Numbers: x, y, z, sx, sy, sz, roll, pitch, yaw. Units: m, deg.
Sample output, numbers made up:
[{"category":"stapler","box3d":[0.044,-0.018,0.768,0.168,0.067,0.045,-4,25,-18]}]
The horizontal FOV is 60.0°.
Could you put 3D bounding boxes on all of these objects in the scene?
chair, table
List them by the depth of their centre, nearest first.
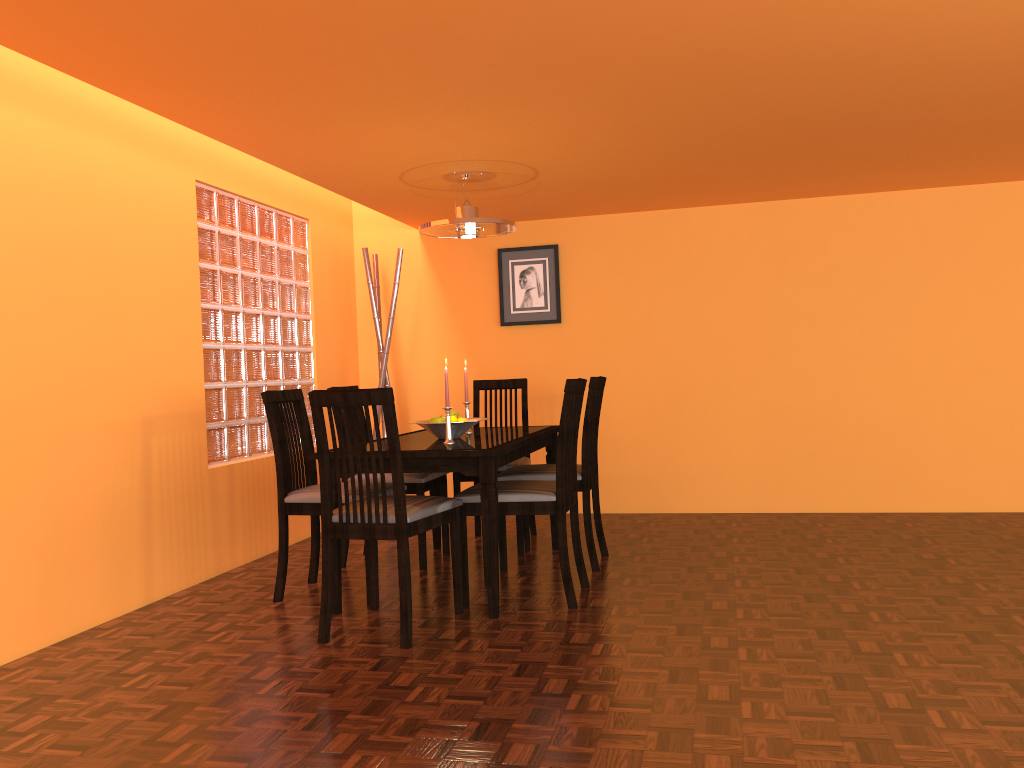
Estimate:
[{"category":"chair","box3d":[-0.420,0.414,2.941,0.373,0.809,0.465,-2,1,18]},{"category":"chair","box3d":[0.052,0.390,3.281,0.465,0.809,0.373,-2,1,13]},{"category":"chair","box3d":[-0.692,0.418,3.461,0.465,0.809,0.373,-2,1,13]},{"category":"table","box3d":[-0.221,0.510,3.640,0.697,0.584,1.259,-2,1,13]},{"category":"chair","box3d":[0.186,0.378,3.842,0.465,0.809,0.373,-2,1,13]},{"category":"chair","box3d":[-0.558,0.406,4.022,0.465,0.809,0.373,-2,1,13]},{"category":"chair","box3d":[-0.073,0.382,4.362,0.373,0.809,0.465,-2,1,8]}]

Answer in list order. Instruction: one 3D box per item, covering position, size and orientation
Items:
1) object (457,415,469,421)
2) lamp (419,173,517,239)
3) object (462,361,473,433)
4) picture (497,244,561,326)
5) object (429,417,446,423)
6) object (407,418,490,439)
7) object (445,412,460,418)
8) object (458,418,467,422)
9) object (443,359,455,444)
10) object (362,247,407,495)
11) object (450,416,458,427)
[{"category":"object","box3d":[-0.197,0.159,3.605,0.055,0.070,0.066,-2,1,-5]},{"category":"lamp","box3d":[-0.199,-0.789,3.935,0.435,0.274,0.435,-2,1,36]},{"category":"object","box3d":[-0.199,0.051,3.870,0.044,0.326,0.044,-2,1,2]},{"category":"picture","box3d":[0.100,-0.573,5.168,0.361,0.456,0.014,-2,1,13]},{"category":"object","box3d":[-0.292,0.170,3.579,0.089,0.076,0.087,-2,1,20]},{"category":"object","box3d":[-0.256,0.184,3.599,0.337,0.072,0.337,-3,1,-20]},{"category":"object","box3d":[-0.243,0.147,3.670,0.069,0.066,0.069,-2,1,23]},{"category":"object","box3d":[-0.203,0.159,3.543,0.055,0.046,0.046,-3,1,-24]},{"category":"object","box3d":[-0.243,0.059,3.324,0.044,0.326,0.044,-2,1,2]},{"category":"object","box3d":[-0.726,0.013,5.120,0.308,1.589,0.226,-2,1,36]},{"category":"object","box3d":[-0.236,0.149,3.505,0.046,0.046,0.055,-2,1,-4]}]
